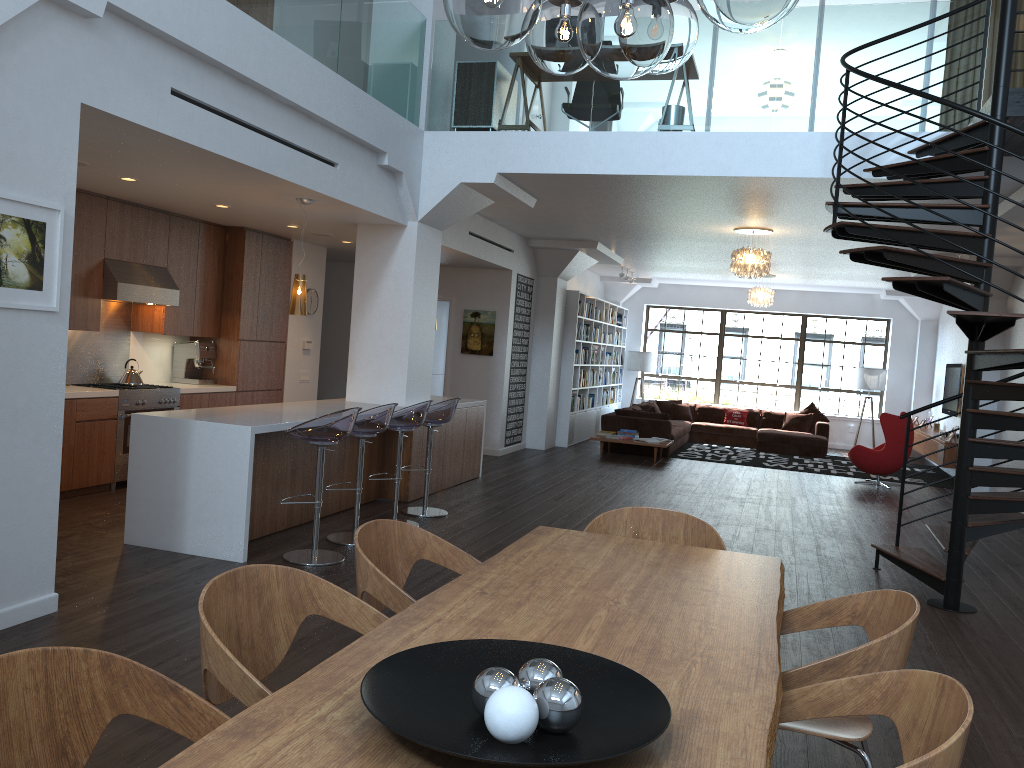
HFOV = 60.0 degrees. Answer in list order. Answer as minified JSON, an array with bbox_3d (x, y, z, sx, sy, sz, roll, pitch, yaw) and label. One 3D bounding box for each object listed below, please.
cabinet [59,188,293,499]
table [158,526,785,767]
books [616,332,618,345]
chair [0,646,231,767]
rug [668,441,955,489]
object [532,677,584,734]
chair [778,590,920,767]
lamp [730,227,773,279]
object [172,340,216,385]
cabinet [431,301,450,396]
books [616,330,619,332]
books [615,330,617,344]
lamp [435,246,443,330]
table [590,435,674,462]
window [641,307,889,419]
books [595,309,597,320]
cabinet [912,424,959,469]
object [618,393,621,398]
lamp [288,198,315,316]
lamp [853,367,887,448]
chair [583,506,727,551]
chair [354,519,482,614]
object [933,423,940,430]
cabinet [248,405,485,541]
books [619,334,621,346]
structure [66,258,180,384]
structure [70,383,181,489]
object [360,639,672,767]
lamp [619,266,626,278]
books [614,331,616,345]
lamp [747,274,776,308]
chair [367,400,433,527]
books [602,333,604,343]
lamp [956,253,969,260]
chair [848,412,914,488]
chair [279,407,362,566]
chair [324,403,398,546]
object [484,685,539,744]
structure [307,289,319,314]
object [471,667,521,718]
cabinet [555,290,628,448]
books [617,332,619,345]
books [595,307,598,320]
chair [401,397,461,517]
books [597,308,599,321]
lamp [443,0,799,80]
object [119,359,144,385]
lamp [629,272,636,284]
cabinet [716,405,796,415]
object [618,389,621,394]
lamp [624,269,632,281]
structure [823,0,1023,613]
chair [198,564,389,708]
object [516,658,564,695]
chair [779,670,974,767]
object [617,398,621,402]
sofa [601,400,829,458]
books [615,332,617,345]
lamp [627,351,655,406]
[{"bbox_3d":[-3.605,-0.358,7.550,0.598,2.499,5.299,5,2,17],"label":"cabinet"},{"bbox_3d":[-0.026,1.030,1.721,1.012,0.750,3.803,5,2,17],"label":"table"},{"bbox_3d":[1.924,-0.876,17.014,0.183,0.253,0.034,5,2,16],"label":"books"},{"bbox_3d":[-0.725,0.943,1.546,0.618,0.833,0.629,5,2,17],"label":"chair"},{"bbox_3d":[4.719,1.244,14.177,4.200,0.007,3.100,5,2,18],"label":"rug"},{"bbox_3d":[0.085,0.603,1.666,0.100,0.100,0.100,3,3,-28],"label":"object"},{"bbox_3d":[0.870,1.015,2.668,0.617,0.830,0.629,5,2,17],"label":"chair"},{"bbox_3d":[2.699,-1.463,10.006,0.442,0.539,0.441,3,3,-31],"label":"lamp"},{"bbox_3d":[-3.198,-0.220,9.091,0.439,0.455,0.284,5,2,17],"label":"object"},{"bbox_3d":[-1.686,-0.723,13.901,0.527,2.991,2.630,5,2,17],"label":"cabinet"},{"bbox_3d":[1.975,-0.898,17.203,0.176,0.290,0.036,5,2,16],"label":"books"},{"bbox_3d":[1.898,-0.893,16.942,0.176,0.290,0.053,5,2,16],"label":"books"},{"bbox_3d":[-0.851,-1.036,9.537,0.149,0.900,0.149,3,3,-28],"label":"lamp"},{"bbox_3d":[1.751,0.939,12.958,1.100,0.271,0.853,5,2,17],"label":"table"},{"bbox_3d":[4.970,-0.465,17.786,4.648,1.905,0.114,5,2,17],"label":"window"},{"bbox_3d":[1.367,-1.186,15.099,0.146,0.202,0.027,5,2,17],"label":"books"},{"bbox_3d":[6.766,0.947,14.191,0.459,0.350,4.501,5,2,17],"label":"cabinet"},{"bbox_3d":[1.996,0.226,17.743,0.331,0.088,0.410,5,2,17],"label":"object"},{"bbox_3d":[-0.494,-1.387,7.664,2.842,1.807,0.149,3,3,-34],"label":"lamp"},{"bbox_3d":[6.636,0.500,16.549,0.545,1.579,0.545,6,3,28],"label":"lamp"},{"bbox_3d":[0.537,0.954,3.561,0.629,0.833,0.618,5,2,12],"label":"chair"},{"bbox_3d":[-0.257,0.917,3.018,0.618,0.833,0.629,5,2,15],"label":"chair"},{"bbox_3d":[7.096,0.715,14.817,0.089,0.110,0.089,3,3,-28],"label":"object"},{"bbox_3d":[-1.415,0.639,7.865,0.898,0.796,4.493,5,2,17],"label":"cabinet"},{"bbox_3d":[2.043,-0.868,17.414,0.161,0.223,0.026,5,2,16],"label":"books"},{"bbox_3d":[-3.498,-0.533,7.988,0.529,1.110,0.811,5,2,17],"label":"structure"},{"bbox_3d":[-3.509,0.472,8.010,0.662,0.919,0.811,5,2,17],"label":"structure"},{"bbox_3d":[0.005,0.623,1.709,0.592,0.066,0.592,3,3,-25],"label":"object"},{"bbox_3d":[1.875,-1.908,15.091,0.120,0.211,0.111,2,3,-39],"label":"lamp"},{"bbox_3d":[1.858,-0.889,16.838,0.198,0.284,0.066,5,2,16],"label":"books"},{"bbox_3d":[4.176,-1.553,14.846,0.442,0.539,0.441,3,3,-31],"label":"lamp"},{"bbox_3d":[-0.899,0.611,6.998,0.481,1.014,0.530,5,2,15],"label":"chair"},{"bbox_3d":[1.574,-0.824,15.880,0.139,0.191,0.036,5,2,17],"label":"books"},{"bbox_3d":[4.990,-1.454,9.787,0.120,0.211,0.111,2,3,-39],"label":"lamp"},{"bbox_3d":[4.984,0.854,11.975,0.801,1.006,0.798,6,3,42],"label":"chair"},{"bbox_3d":[-1.258,0.634,5.781,0.481,1.014,0.530,5,2,19],"label":"chair"},{"bbox_3d":[-1.100,0.621,6.394,0.481,1.014,0.530,5,2,15],"label":"chair"},{"bbox_3d":[-0.001,0.601,1.613,0.100,0.100,0.100,3,3,-28],"label":"object"},{"bbox_3d":[-2.354,-0.964,10.374,0.040,0.300,0.300,5,2,17],"label":"structure"},{"bbox_3d":[-0.030,0.598,1.712,0.100,0.100,0.100,3,3,-28],"label":"object"},{"bbox_3d":[1.377,-0.283,15.813,0.461,2.414,4.500,5,2,17],"label":"cabinet"},{"bbox_3d":[1.973,-0.879,17.168,0.183,0.253,0.034,5,2,16],"label":"books"},{"bbox_3d":[1.389,-1.202,15.181,0.140,0.231,0.042,5,2,17],"label":"books"},{"bbox_3d":[-0.715,0.600,7.601,0.481,1.014,0.530,5,2,19],"label":"chair"},{"bbox_3d":[1.398,-1.201,15.229,0.158,0.226,0.052,5,2,17],"label":"books"},{"bbox_3d":[0.276,-1.816,1.908,0.849,2.140,1.787,5,2,16],"label":"lamp"},{"bbox_3d":[-3.541,-0.120,8.259,0.222,0.235,0.222,4,2,-8],"label":"object"},{"bbox_3d":[2.175,-1.926,16.071,0.120,0.211,0.111,4,2,-9],"label":"lamp"},{"bbox_3d":[4.719,0.803,17.317,1.520,0.625,0.350,5,2,17],"label":"cabinet"},{"bbox_3d":[1.995,0.138,17.742,0.316,0.088,0.410,5,2,17],"label":"object"},{"bbox_3d":[2.023,-1.916,15.575,0.120,0.211,0.111,3,3,-24],"label":"lamp"},{"bbox_3d":[3.036,-0.713,5.712,1.998,4.352,1.998,3,3,-22],"label":"structure"},{"bbox_3d":[-0.502,0.930,2.277,0.618,0.833,0.629,5,2,17],"label":"chair"},{"bbox_3d":[0.056,0.597,1.763,0.100,0.100,0.100,3,3,-28],"label":"object"},{"bbox_3d":[0.640,1.029,1.936,0.618,0.833,0.629,5,2,18],"label":"chair"},{"bbox_3d":[1.989,0.314,17.747,0.331,0.088,0.410,5,2,17],"label":"object"},{"bbox_3d":[3.600,0.793,15.043,3.481,0.664,4.197,5,2,17],"label":"sofa"},{"bbox_3d":[1.910,-0.876,16.984,0.183,0.253,0.034,5,2,16],"label":"books"},{"bbox_3d":[2.554,0.138,17.897,0.545,1.579,0.545,5,2,6],"label":"lamp"}]
